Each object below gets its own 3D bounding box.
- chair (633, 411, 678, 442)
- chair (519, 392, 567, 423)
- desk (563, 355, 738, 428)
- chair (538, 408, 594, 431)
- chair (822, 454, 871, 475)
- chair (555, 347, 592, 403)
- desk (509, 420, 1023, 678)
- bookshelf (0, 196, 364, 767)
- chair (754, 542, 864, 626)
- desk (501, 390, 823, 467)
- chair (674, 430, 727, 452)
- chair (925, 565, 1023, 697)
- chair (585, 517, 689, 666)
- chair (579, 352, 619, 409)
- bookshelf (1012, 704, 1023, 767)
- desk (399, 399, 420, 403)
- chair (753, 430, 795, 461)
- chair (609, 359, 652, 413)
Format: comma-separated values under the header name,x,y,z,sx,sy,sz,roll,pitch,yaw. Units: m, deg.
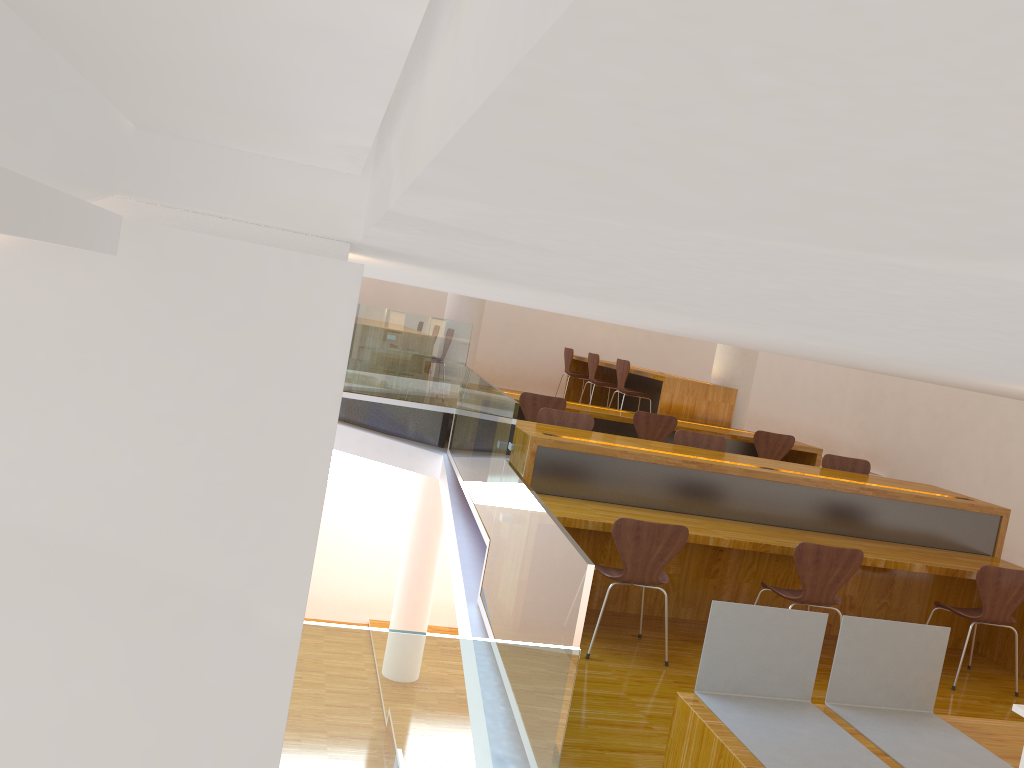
name,x,y,z,sx,sy,sz,roll,pitch,yaw
chair,1.093,0.566,7.466,0.428,0.693,0.381,9,4,-13
chair,0.161,0.410,7.241,0.428,0.693,0.381,9,4,-13
desk,1.423,0.133,10.052,0.760,0.606,3.185,9,4,-13
chair,0.340,0.537,5.699,0.428,0.693,0.381,9,4,-13
chair,2.354,0.875,6.146,0.428,0.693,0.381,9,4,-13
chair,0.809,-0.080,11.070,0.381,0.693,0.428,9,4,-13
desk,1.498,0.974,5.374,3.236,0.918,1.285,9,4,-13
bookshelf,-2.167,0.395,1.062,3.666,1.836,0.397,9,4,-13
chair,1.509,1.134,4.639,0.428,0.693,0.381,9,4,-13
desk,1.131,0.591,7.980,3.185,0.606,0.760,9,4,-13
chair,1.272,0.692,5.924,0.428,0.693,0.381,9,4,-13
chair,2.574,1.309,4.935,0.428,0.693,0.381,9,4,-13
chair,0.577,0.978,4.414,0.428,0.693,0.381,9,4,-13
chair,1.016,0.024,9.974,0.381,0.693,0.428,9,4,-13
bookshelf,2.588,1.184,2.265,2.984,1.836,0.498,9,4,-13
desk,-1.792,-0.486,9.231,1.527,0.785,3.243,9,4,-13
chair,2.158,0.741,7.762,0.428,0.693,0.381,9,4,-13
chair,1.228,0.120,9.031,0.381,0.693,0.428,9,4,-13
